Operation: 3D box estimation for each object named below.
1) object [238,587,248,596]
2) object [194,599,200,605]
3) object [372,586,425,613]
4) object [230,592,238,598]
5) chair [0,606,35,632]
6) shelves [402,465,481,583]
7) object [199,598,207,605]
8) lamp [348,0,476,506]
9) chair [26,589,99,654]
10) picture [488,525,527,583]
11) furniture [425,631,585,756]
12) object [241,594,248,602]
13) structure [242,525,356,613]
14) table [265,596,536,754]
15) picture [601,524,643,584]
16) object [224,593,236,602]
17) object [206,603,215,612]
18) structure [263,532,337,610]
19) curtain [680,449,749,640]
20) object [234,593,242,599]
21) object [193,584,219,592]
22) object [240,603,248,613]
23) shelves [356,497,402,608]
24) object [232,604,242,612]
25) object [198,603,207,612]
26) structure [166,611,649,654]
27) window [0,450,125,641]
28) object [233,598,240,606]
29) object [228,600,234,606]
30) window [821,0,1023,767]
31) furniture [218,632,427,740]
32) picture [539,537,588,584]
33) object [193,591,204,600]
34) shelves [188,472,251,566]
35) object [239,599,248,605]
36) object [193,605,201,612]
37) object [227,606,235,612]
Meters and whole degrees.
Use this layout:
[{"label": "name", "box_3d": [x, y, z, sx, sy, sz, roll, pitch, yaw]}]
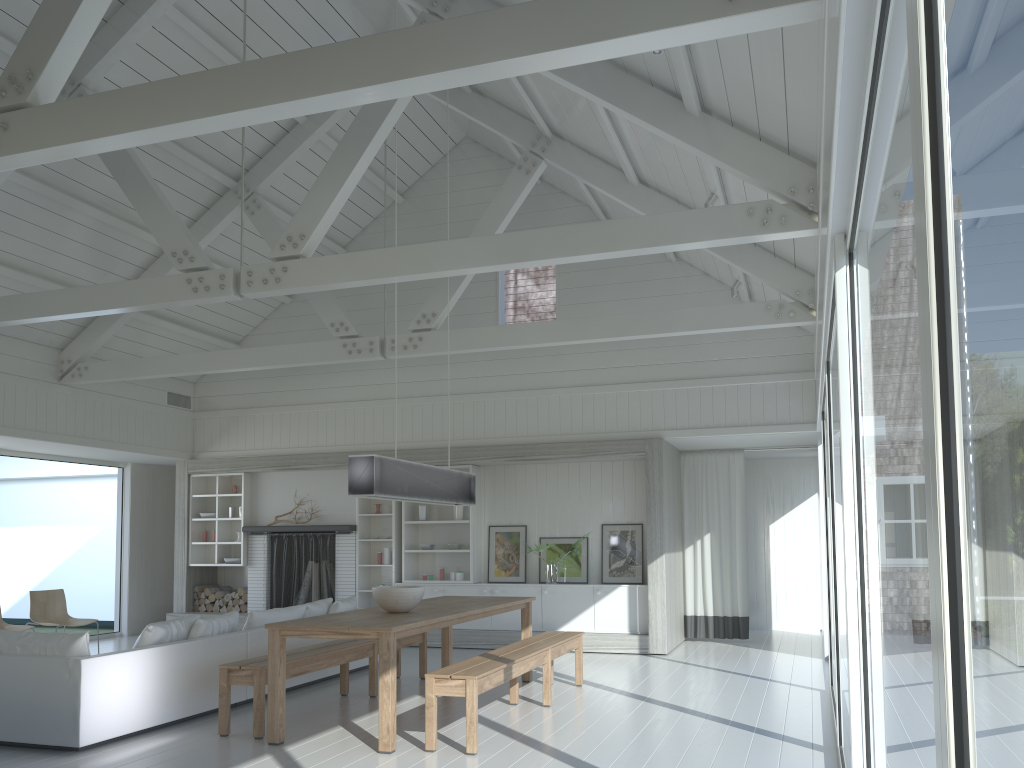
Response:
[{"label": "object", "box_3d": [-3.532, 2.809, 11.963, 0.110, 0.110, 0.499, -3, -10, 17]}, {"label": "object", "box_3d": [-4.204, 2.995, 12.165, 0.080, 0.079, 0.482, -3, -10, 17]}, {"label": "object", "box_3d": [-0.835, 1.587, 6.489, 0.389, 0.183, 0.394, -2, -9, 10]}, {"label": "object", "box_3d": [-3.658, 2.852, 11.988, 0.086, 0.090, 0.484, -3, -10, 17]}, {"label": "chair", "box_3d": [-5.144, 2.470, 8.700, 0.556, 0.774, 0.600, -2, -7, 18]}, {"label": "shelves", "box_3d": [-0.831, 1.779, 11.152, 0.940, 1.432, 0.609, -2, -5, 19]}, {"label": "object", "box_3d": [-4.119, 2.987, 12.151, 0.109, 0.108, 0.499, -3, -10, 17]}, {"label": "lamp", "box_3d": [-0.736, -1.180, 7.031, 0.200, 4.209, 1.921, -2, -5, 18]}, {"label": "chair", "box_3d": [-4.841, 2.595, 9.420, 0.556, 0.774, 0.600, -2, -7, 18]}, {"label": "picture", "box_3d": [-0.059, 2.090, 10.827, 0.495, 0.698, 0.066, -3, -4, 19]}, {"label": "furniture", "box_3d": [0.056, 2.221, 6.589, 0.341, 0.467, 2.706, -2, -10, 18]}, {"label": "object", "box_3d": [-3.471, 2.884, 11.937, 0.109, 0.108, 0.499, -3, -10, 17]}, {"label": "structure", "box_3d": [-2.654, 2.529, 11.707, 1.619, 1.276, 0.866, -3, -6, 19]}, {"label": "table", "box_3d": [-0.677, 2.127, 6.851, 0.907, 0.756, 2.977, -3, -10, 18]}, {"label": "picture", "box_3d": [1.297, 1.998, 10.371, 0.495, 0.698, 0.066, -3, -4, 19]}, {"label": "object", "box_3d": [-3.729, 2.898, 12.023, 0.109, 0.108, 0.499, -3, -10, 17]}, {"label": "object", "box_3d": [-4.005, 3.054, 12.108, 0.110, 0.110, 0.499, -3, -10, 17]}, {"label": "structure", "box_3d": [-2.767, 2.448, 11.372, 1.099, 1.055, 0.117, -3, -5, 18]}, {"label": "curtain", "box_3d": [2.443, 2.000, 11.080, 1.007, 2.352, 0.117, -2, -4, 19]}, {"label": "object", "box_3d": [-3.597, 2.859, 11.967, 0.080, 0.079, 0.482, -3, -10, 17]}, {"label": "object", "box_3d": [-4.220, 2.819, 12.182, 0.080, 0.079, 0.482, -3, -10, 17]}, {"label": "object", "box_3d": [-3.491, 3.019, 11.935, 0.110, 0.110, 0.499, -3, -10, 17]}, {"label": "shelves", "box_3d": [-1.627, 2.107, 11.402, 0.541, 1.984, 0.609, -2, -5, 19]}, {"label": "object", "box_3d": [-3.584, 3.043, 11.982, 0.134, 0.145, 0.553, -3, -10, 18]}, {"label": "object", "box_3d": [-4.098, 3.078, 12.155, 0.134, 0.145, 0.553, -3, -10, 18]}, {"label": "structure", "box_3d": [-1.257, 3.154, 11.507, 6.359, 0.343, 1.900, -4, -10, 19]}, {"label": "window", "box_3d": [-6.804, 1.599, 8.258, 0.080, 2.398, 8.798, -2, -10, 18]}, {"label": "object", "box_3d": [-3.604, 2.952, 11.977, 0.109, 0.108, 0.499, -3, -10, 17]}, {"label": "object", "box_3d": [-3.689, 2.960, 11.992, 0.080, 0.079, 0.482, -3, -10, 17]}, {"label": "window", "box_3d": [1.610, 0.820, 4.263, 0.080, 2.398, 11.034, -2, -10, 18]}, {"label": "furniture", "box_3d": [-1.363, 2.317, 7.067, 0.341, 0.467, 2.706, -2, -10, 18]}, {"label": "picture", "box_3d": [0.621, 2.121, 10.604, 0.610, 0.549, 0.054, -3, -5, 19]}, {"label": "object", "box_3d": [-4.199, 2.909, 12.183, 0.109, 0.108, 0.499, -3, -10, 17]}, {"label": "shelves", "box_3d": [-3.871, 1.859, 12.046, 0.867, 1.230, 0.553, -2, -5, 19]}, {"label": "object", "box_3d": [-3.518, 2.937, 11.942, 0.080, 0.079, 0.482, -3, -10, 17]}, {"label": "object", "box_3d": [-4.197, 3.089, 12.179, 0.108, 0.105, 0.520, -3, -10, 17]}, {"label": "object", "box_3d": [-3.683, 3.054, 12.006, 0.108, 0.105, 0.520, -3, -10, 17]}]
